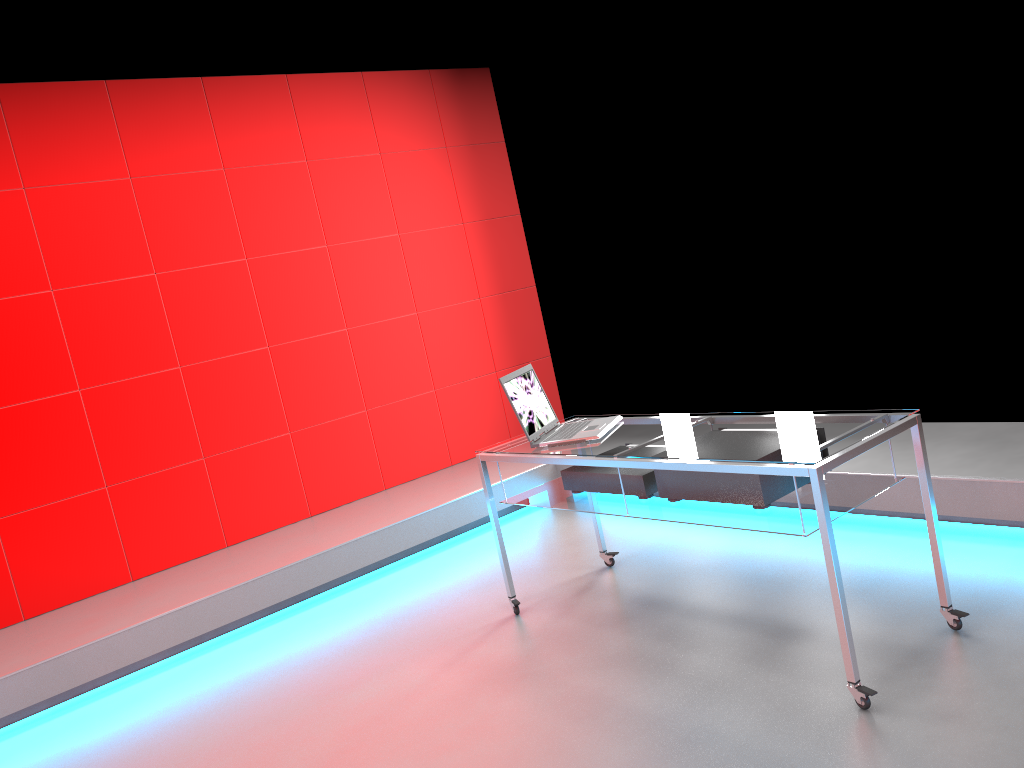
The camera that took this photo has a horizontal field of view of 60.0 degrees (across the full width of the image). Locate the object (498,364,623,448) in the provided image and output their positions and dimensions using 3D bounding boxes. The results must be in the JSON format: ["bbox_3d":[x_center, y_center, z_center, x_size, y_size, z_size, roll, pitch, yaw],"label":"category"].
[{"bbox_3d":[0.194,0.061,3.405,0.340,0.285,0.342,-10,7,23],"label":"object"}]

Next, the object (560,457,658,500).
[{"bbox_3d":[0.466,0.325,3.335,0.365,0.092,0.435,-17,8,-37],"label":"object"}]

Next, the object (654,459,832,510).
[{"bbox_3d":[0.759,0.273,2.941,0.371,0.158,0.431,-17,8,-37],"label":"object"}]

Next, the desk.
[{"bbox_3d":[0.620,0.505,3.104,0.594,0.690,1.617,-17,8,-37],"label":"desk"}]
